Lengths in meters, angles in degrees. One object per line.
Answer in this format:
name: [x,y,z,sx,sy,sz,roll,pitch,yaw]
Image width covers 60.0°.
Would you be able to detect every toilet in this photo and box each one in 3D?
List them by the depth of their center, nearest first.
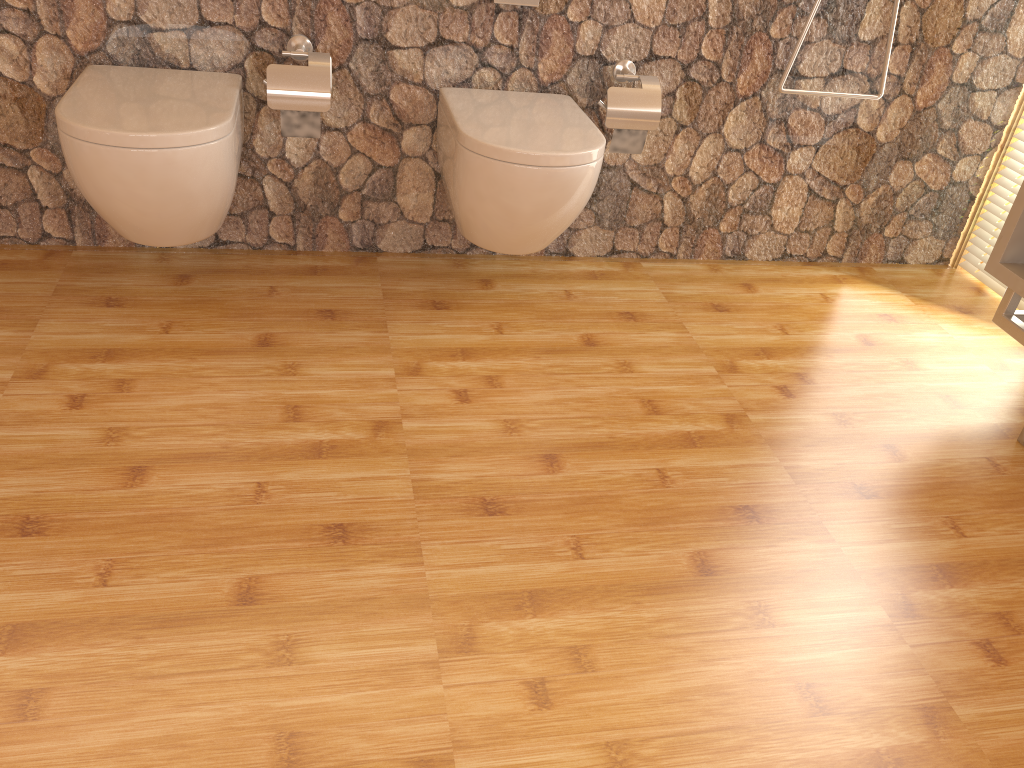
toilet: [-0.847,-0.517,2.129,0.371,0.337,0.507,-1,34,-13]
toilet: [0.013,-0.527,2.324,0.371,0.337,0.507,-1,34,-13]

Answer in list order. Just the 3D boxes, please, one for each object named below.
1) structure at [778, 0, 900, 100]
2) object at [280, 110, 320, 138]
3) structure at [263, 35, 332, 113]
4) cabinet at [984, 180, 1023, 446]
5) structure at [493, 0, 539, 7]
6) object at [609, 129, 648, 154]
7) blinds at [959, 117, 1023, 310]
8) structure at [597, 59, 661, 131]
structure: [0.916,-1.000,2.449,0.332,0.387,0.133,-1,34,-13]
object: [-0.539,-0.712,2.260,0.098,0.151,0.090,-1,34,-13]
structure: [-0.541,-0.785,2.239,0.170,0.151,0.154,-1,34,-13]
cabinet: [1.558,0.031,1.895,0.517,0.570,1.136,-1,34,-13]
structure: [0.022,-1.074,2.261,0.120,0.200,0.010,-1,34,-13]
object: [0.317,-0.721,2.455,0.098,0.151,0.090,-1,34,-13]
blinds: [1.725,-1.202,2.306,0.042,2.178,0.420,-1,34,-13]
structure: [0.315,-0.795,2.434,0.170,0.151,0.154,-1,34,-13]
